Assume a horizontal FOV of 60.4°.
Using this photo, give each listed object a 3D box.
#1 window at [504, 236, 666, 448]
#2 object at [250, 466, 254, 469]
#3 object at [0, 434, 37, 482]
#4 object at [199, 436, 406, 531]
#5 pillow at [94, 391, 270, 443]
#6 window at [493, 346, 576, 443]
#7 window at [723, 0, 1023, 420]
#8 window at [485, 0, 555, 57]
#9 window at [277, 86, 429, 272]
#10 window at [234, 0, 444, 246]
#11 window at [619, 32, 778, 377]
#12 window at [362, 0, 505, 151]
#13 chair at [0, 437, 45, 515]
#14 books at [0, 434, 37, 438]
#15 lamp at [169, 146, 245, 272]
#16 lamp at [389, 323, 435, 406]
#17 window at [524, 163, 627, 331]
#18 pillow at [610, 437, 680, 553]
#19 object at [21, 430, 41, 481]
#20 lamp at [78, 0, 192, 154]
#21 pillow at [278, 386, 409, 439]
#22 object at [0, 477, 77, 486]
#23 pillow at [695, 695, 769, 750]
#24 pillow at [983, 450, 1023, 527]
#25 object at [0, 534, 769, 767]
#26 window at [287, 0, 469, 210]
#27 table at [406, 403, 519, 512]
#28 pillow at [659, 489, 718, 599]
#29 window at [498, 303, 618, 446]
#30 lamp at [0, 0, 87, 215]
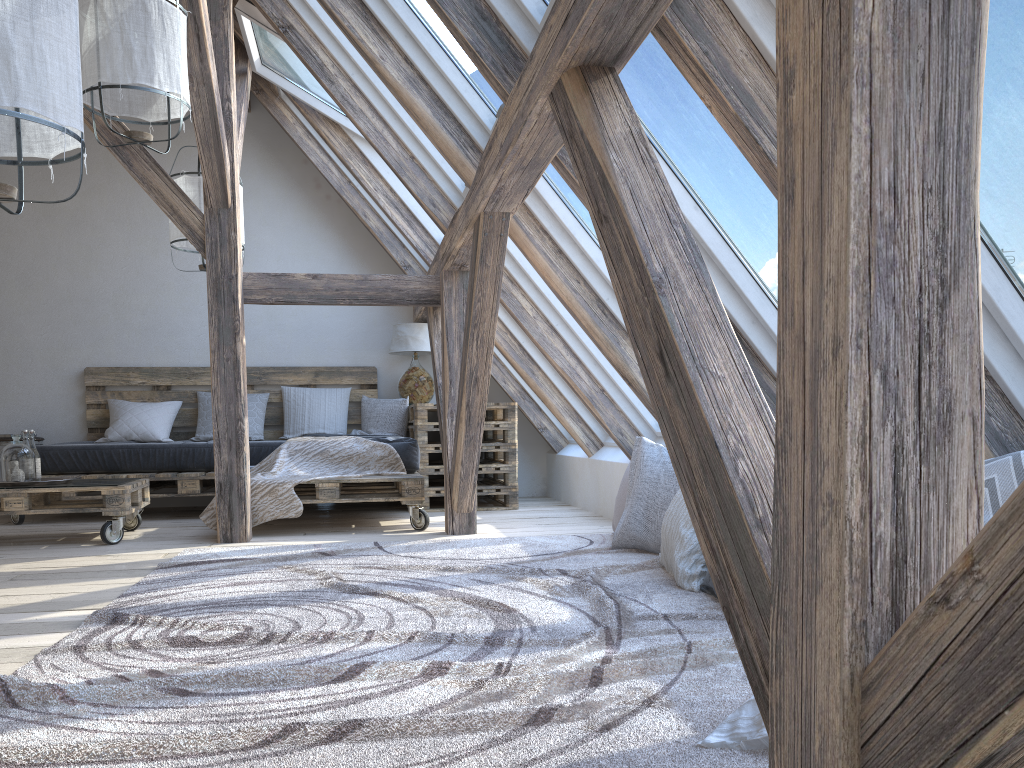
[{"bbox_3d":[0.370,-0.316,4.130,1.096,1.285,0.851,-1,2,-10],"label":"window"},{"bbox_3d":[-1.496,0.645,5.453,0.504,0.278,0.707,0,-2,-26],"label":"object"},{"bbox_3d":[-2.436,0.372,4.334,0.155,0.249,0.155,-3,3,-42],"label":"object"},{"bbox_3d":[-1.097,0.522,4.740,0.810,0.476,1.006,-1,-1,20],"label":"object"},{"bbox_3d":[-2.274,0.222,6.114,1.129,0.357,0.349,0,1,-10],"label":"pillow"},{"bbox_3d":[0.048,-0.226,5.937,1.096,1.285,0.851,-1,2,-10],"label":"window"},{"bbox_3d":[0.854,-0.452,1.421,1.096,1.285,0.851,-1,2,-10],"label":"window"},{"bbox_3d":[-0.305,-1.597,2.059,1.096,1.285,0.851,-1,2,-10],"label":"window"},{"bbox_3d":[-0.950,-1.416,5.671,1.096,1.285,0.851,-1,2,-10],"label":"window"},{"bbox_3d":[-0.743,-1.461,4.776,1.349,1.285,0.851,-1,2,-10],"label":"window"},{"bbox_3d":[0.692,-0.407,2.324,1.096,1.285,0.851,-1,2,-10],"label":"window"},{"bbox_3d":[-0.466,-1.552,2.962,1.096,1.285,0.851,-1,2,-10],"label":"window"},{"bbox_3d":[-3.359,0.623,5.980,0.354,0.524,0.352,-1,2,-6],"label":"chair"},{"bbox_3d":[-3.352,0.349,5.940,0.150,0.021,0.204,-2,-3,19],"label":"books"},{"bbox_3d":[-1.749,-1.403,4.975,0.399,1.527,0.404,2,5,31],"label":"lamp"},{"bbox_3d":[-0.781,0.231,6.605,0.389,1.293,0.819,-3,3,-25],"label":"lamp"},{"bbox_3d":[0.531,-0.362,3.227,1.096,1.285,0.851,-1,2,-10],"label":"window"},{"bbox_3d":[0.638,0.491,3.821,0.434,0.526,1.131,-1,-1,-18],"label":"pillow"},{"bbox_3d":[-2.465,0.368,4.495,0.071,0.269,0.153,-1,3,-10],"label":"object"},{"bbox_3d":[-1.464,-1.586,3.367,0.406,1.313,0.398,-3,5,-34],"label":"lamp"},{"bbox_3d":[-1.197,0.203,6.335,0.968,0.402,0.385,-1,1,6],"label":"pillow"},{"bbox_3d":[-2.406,0.491,4.425,0.395,0.022,0.394,-1,-3,10],"label":"object"},{"bbox_3d":[0.647,0.517,1.576,0.475,0.243,0.535,-2,-2,31],"label":"pillow"},{"bbox_3d":[0.936,0.382,1.754,0.501,0.536,1.152,-1,-1,-5],"label":"pillow"},{"bbox_3d":[-0.161,0.651,2.675,2.186,0.057,3.181,0,-3,-10],"label":"object"},{"bbox_3d":[-0.627,-1.506,3.865,1.096,1.285,0.851,-1,2,-10],"label":"window"},{"bbox_3d":[-0.376,0.500,6.184,0.674,0.705,1.014,-1,0,-10],"label":"table"},{"bbox_3d":[0.786,0.407,2.839,0.467,0.565,1.270,-1,-1,-9],"label":"pillow"},{"bbox_3d":[0.209,-0.271,5.033,1.096,1.285,0.851,-1,2,-10],"label":"window"},{"bbox_3d":[-1.199,-1.365,1.922,0.399,1.908,0.404,2,5,31],"label":"lamp"}]
